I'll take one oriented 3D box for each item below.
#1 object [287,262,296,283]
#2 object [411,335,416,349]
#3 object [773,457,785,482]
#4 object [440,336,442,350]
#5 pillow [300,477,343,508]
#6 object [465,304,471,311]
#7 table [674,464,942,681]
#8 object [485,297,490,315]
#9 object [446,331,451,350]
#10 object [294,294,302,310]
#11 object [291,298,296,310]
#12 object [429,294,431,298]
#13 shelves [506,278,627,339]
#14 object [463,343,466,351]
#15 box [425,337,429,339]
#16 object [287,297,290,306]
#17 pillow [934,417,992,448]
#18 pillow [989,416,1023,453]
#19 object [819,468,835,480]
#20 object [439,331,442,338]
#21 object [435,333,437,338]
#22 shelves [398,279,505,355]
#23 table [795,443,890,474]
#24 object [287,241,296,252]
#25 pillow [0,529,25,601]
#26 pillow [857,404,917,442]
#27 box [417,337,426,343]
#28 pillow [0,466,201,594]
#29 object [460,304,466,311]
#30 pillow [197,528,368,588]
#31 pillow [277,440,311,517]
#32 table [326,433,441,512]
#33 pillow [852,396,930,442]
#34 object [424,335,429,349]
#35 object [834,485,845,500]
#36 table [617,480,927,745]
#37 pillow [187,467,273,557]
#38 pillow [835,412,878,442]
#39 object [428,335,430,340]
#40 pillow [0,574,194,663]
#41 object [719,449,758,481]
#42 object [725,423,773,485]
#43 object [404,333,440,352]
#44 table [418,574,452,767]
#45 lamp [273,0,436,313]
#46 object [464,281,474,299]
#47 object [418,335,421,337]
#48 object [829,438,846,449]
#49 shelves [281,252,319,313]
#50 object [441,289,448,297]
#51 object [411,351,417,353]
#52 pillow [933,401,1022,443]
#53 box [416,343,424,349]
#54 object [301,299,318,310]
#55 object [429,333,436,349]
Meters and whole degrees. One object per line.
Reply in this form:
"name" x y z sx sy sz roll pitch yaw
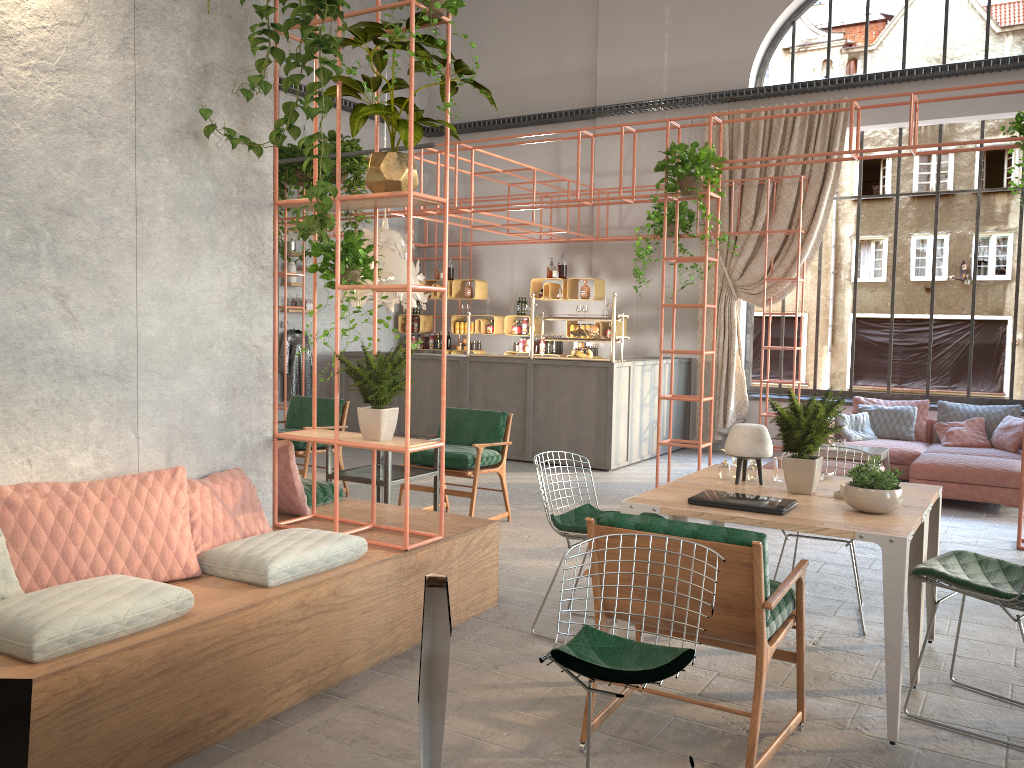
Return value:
"object" -2.921 -1.503 11.706 0.136 0.336 0.145 -3 5 -45
"object" -1.509 -0.646 13.602 0.070 0.209 0.070 3 4 21
"object" 1.416 0.447 4.643 0.095 0.119 0.095 -1 5 -35
"object" -1.044 -0.662 13.342 0.066 0.291 0.066 2 4 15
"pillow" -1.463 0.688 5.627 0.637 0.149 0.491 3 4 32
"object" -0.648 -1.097 13.099 0.083 0.159 0.083 4 5 40
"table" 1.530 0.928 4.641 1.214 0.830 0.694 3 4 31
"object" -0.358 -1.146 13.067 0.075 0.273 0.075 1 4 -3
"object" -0.963 -0.668 13.494 0.074 0.287 0.072 -1 4 -27
"object" -2.866 -1.093 11.845 0.081 0.204 0.081 3 4 31
"object" -2.904 -1.063 11.769 0.063 0.151 0.063 2 4 17
"object" -1.211 -1.372 13.525 0.097 0.148 0.097 1 4 5
"shelves" 0.723 -0.548 12.409 1.750 1.838 0.328 3 4 31
"object" -0.659 -0.547 13.119 0.115 0.107 0.115 1 4 -3
"box" -1.342 -0.681 13.641 0.122 0.093 0.058 3 4 31
"object" -2.955 -1.067 11.723 0.055 0.164 0.092 -2 5 -40
"pillow" 4.870 0.519 9.582 0.479 0.317 0.441 2 4 12
"pillow" 5.229 0.525 9.303 0.308 0.349 0.495 0 4 -9
"object" 1.623 0.482 4.770 0.218 0.041 0.218 4 5 39
"object" -1.077 -0.668 13.458 0.074 0.287 0.072 -1 4 -27
"object" -1.164 -0.652 13.498 0.094 0.248 0.072 3 4 31
"shelves" -0.924 -0.643 13.391 1.750 1.838 0.328 3 4 31
"table" 3.380 0.877 9.102 0.916 0.455 0.520 3 4 31
"object" -2.912 -1.805 11.677 0.133 0.145 0.133 1 4 -7
"pillow" -2.094 0.697 3.165 0.289 0.385 0.666 3 4 26
"pillow" 4.249 0.438 10.100 0.666 0.385 0.289 3 4 31
"box" -1.387 -0.677 13.577 0.122 0.093 0.058 4 5 42
"pillow" -1.747 0.621 3.697 0.839 0.474 0.276 -2 5 -39
"object" -0.726 -1.101 13.145 0.083 0.159 0.083 4 5 40
"pillow" -1.059 0.794 4.124 0.491 0.149 0.637 3 4 32
"pillow" -1.584 0.528 5.198 0.839 0.474 0.276 3 4 21
"table" -0.936 0.794 6.479 0.602 0.798 0.635 3 4 31
"pillow" 4.339 0.400 10.220 0.839 0.474 0.276 3 4 31
"object" -1.298 -0.639 13.488 0.105 0.219 0.073 4 5 37
"object" 1.591 0.507 4.216 0.115 0.078 0.115 4 5 36
"table" 1.176 0.960 4.042 1.205 0.830 0.694 3 4 31
"pillow" -1.436 0.639 4.263 0.289 0.385 0.666 3 4 26
"pillow" 3.892 0.489 9.967 0.500 0.324 0.307 -1 4 -24
"object" -1.254 -0.643 13.561 0.105 0.219 0.073 4 5 37
"pillow" -1.582 0.840 3.253 0.491 0.149 0.637 3 4 32
"object" 1.215 0.425 4.722 0.210 0.154 0.165 3 4 20
"object" 1.216 0.364 4.561 0.241 0.313 0.241 0 4 -14
"object" -1.383 -0.519 13.562 0.711 0.529 0.084 4 4 33
"table" 0.080 1.057 2.222 1.214 0.830 0.694 3 4 31
"lamp" -2.423 -2.621 7.175 4.456 4.052 0.704 3 4 31
"object" -0.638 -1.393 13.170 0.137 0.261 0.137 0 4 -23
"object" -1.435 -0.653 13.734 0.070 0.209 0.070 2 4 13
"object" 3.302 0.631 9.056 0.199 0.145 0.156 -3 5 -44
"shelves" -2.818 -1.349 11.870 0.186 0.790 0.560 3 4 31
"object" -0.997 -1.350 13.315 0.141 0.142 0.123 3 4 31
"object" -1.525 -0.394 13.803 0.074 0.243 0.254 -1 4 -29
"pillow" 5.110 0.447 9.746 0.836 0.476 0.273 3 4 31
"box" -1.407 -0.582 13.548 0.122 0.093 0.058 3 4 31
"object" -2.757 -1.071 12.031 0.129 0.149 0.219 3 4 31
"object" -1.202 -0.649 13.437 0.094 0.248 0.072 3 4 31
